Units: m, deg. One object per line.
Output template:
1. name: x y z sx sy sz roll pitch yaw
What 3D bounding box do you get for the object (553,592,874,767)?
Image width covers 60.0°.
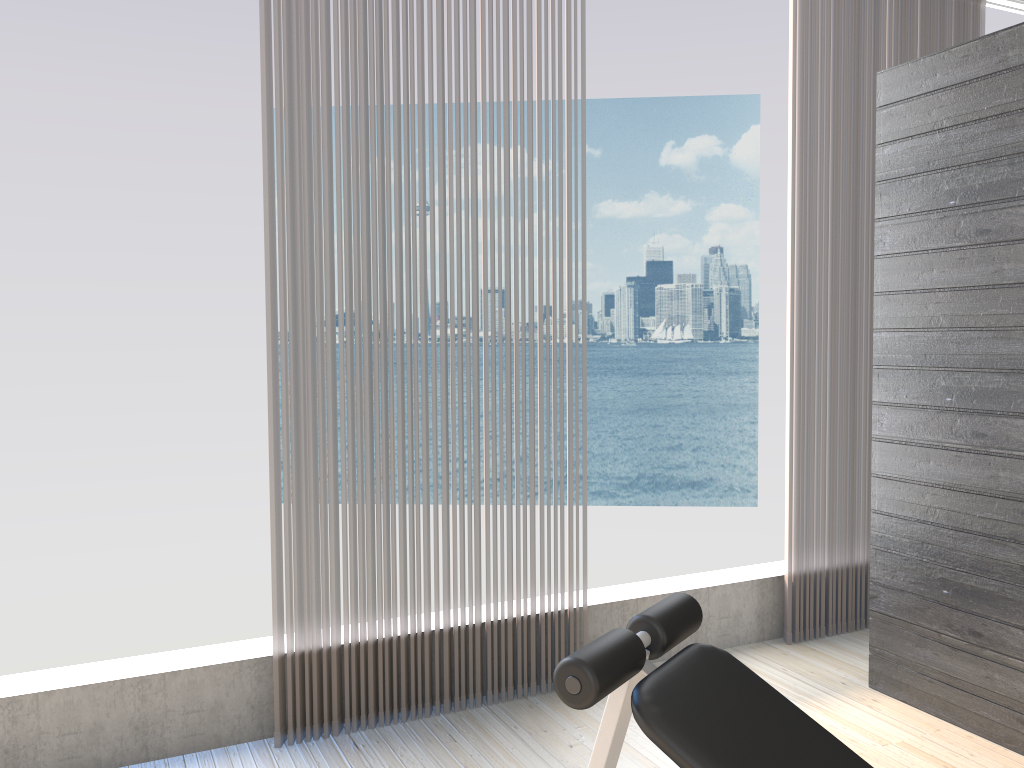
1. object: 0.576 0.797 1.330 1.312 0.746 0.505 2 4 34

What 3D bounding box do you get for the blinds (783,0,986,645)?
1. blinds: 1.602 -0.334 3.775 1.133 2.744 0.069 -2 3 -25

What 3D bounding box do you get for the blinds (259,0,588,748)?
1. blinds: -0.235 -0.276 2.902 1.133 2.744 0.069 -2 3 -25
